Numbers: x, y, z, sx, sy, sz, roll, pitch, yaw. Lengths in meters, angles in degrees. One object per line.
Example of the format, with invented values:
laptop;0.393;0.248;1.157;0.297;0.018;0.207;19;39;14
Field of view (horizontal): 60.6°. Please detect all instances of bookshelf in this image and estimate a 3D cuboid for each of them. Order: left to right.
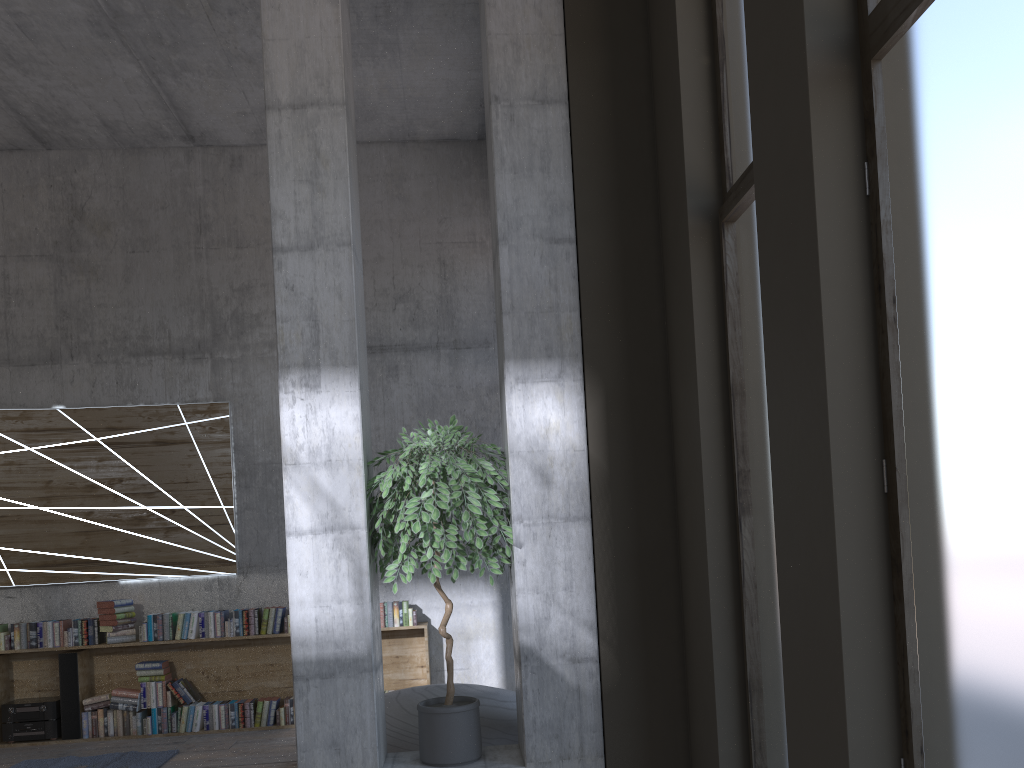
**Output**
bookshelf;-3.369;2.607;7.493;5.318;0.800;0.305;-2;-2;-4

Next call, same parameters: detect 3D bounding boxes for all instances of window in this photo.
window;1.034;-0.132;3.203;0.209;4.119;9.331;-3;-8;-6

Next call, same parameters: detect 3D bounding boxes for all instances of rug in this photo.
rug;-3.052;2.605;5.290;1.161;0.048;2.958;-2;-10;-4

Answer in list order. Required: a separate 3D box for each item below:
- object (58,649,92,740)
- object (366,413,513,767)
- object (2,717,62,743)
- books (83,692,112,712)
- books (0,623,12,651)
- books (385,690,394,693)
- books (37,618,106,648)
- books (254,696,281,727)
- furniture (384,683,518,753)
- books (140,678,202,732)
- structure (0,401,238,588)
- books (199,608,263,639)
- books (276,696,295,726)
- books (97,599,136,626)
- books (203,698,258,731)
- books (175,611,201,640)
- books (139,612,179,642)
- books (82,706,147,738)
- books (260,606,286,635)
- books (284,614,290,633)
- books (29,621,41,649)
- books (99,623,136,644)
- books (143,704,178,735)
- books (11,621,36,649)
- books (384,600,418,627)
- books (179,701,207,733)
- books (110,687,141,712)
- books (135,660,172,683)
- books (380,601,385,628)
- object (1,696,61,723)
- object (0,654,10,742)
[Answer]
object;-3.720;2.659;7.481;0.152;0.754;0.274;-3;-2;-4
object;-0.346;1.103;4.779;0.999;1.850;0.976;-1;-4;-38
object;-4.028;2.922;7.437;0.440;0.162;0.297;-2;-8;-4
books;-3.488;2.696;7.447;0.234;0.139;0.194;-3;-7;-3
books;-4.345;2.136;7.379;0.276;0.219;0.172;-3;-4;-3
books;-0.955;2.767;7.592;0.276;0.219;0.172;-3;-4;-3
books;-3.737;2.110;7.440;0.489;0.219;0.217;-3;-5;-4
books;-2.106;2.821;7.548;0.199;0.226;0.191;-3;-5;-4
furniture;-0.516;2.385;6.070;1.641;0.804;1.803;-8;-10;33
books;-2.903;2.744;7.483;0.451;0.445;0.216;-3;-3;-4
structure;-4.139;0.960;7.457;3.410;1.526;0.361;-3;-1;-4
books;-2.413;2.052;7.531;0.489;0.219;0.217;-3;-5;-4
books;-1.876;2.810;7.554;0.278;0.219;0.212;-2;-5;-6
books;-3.351;1.935;7.429;0.190;0.208;0.248;-5;-6;17
books;-2.408;2.834;7.520;0.417;0.219;0.207;-3;-5;-4
books;-2.756;2.058;7.485;0.199;0.226;0.191;-3;-5;-4
books;-3.010;2.070;7.478;0.278;0.219;0.212;-2;-5;-6
books;-3.372;2.864;7.469;0.494;0.236;0.245;-3;-5;-4
books;-2.060;2.038;7.568;0.199;0.226;0.191;-3;-5;-4
books;-1.813;2.027;7.575;0.278;0.219;0.212;-2;-5;-6
books;-4.026;2.127;7.440;0.055;0.219;0.191;-3;-5;-4
books;-3.331;2.114;7.432;0.223;0.149;0.285;-10;-10;43
books;-2.992;2.850;7.463;0.226;0.219;0.217;-3;-5;-4
books;-4.131;2.133;7.441;0.155;0.219;0.207;-3;-5;-4
books;-0.964;1.994;7.608;0.276;0.219;0.172;-3;-4;-3
books;-2.714;2.837;7.471;0.199;0.226;0.191;-3;-5;-4
books;-3.247;2.665;7.404;0.243;0.191;0.156;-3;-4;-4
books;-3.060;2.455;7.492;0.239;0.159;0.192;-3;-6;-4
books;-1.180;2.001;7.592;0.156;0.219;0.156;-3;-4;-4
object;-4.036;2.761;7.434;0.440;0.159;0.308;-2;-8;-4
object;-4.397;2.687;7.435;0.152;0.754;0.274;-3;-2;-4
